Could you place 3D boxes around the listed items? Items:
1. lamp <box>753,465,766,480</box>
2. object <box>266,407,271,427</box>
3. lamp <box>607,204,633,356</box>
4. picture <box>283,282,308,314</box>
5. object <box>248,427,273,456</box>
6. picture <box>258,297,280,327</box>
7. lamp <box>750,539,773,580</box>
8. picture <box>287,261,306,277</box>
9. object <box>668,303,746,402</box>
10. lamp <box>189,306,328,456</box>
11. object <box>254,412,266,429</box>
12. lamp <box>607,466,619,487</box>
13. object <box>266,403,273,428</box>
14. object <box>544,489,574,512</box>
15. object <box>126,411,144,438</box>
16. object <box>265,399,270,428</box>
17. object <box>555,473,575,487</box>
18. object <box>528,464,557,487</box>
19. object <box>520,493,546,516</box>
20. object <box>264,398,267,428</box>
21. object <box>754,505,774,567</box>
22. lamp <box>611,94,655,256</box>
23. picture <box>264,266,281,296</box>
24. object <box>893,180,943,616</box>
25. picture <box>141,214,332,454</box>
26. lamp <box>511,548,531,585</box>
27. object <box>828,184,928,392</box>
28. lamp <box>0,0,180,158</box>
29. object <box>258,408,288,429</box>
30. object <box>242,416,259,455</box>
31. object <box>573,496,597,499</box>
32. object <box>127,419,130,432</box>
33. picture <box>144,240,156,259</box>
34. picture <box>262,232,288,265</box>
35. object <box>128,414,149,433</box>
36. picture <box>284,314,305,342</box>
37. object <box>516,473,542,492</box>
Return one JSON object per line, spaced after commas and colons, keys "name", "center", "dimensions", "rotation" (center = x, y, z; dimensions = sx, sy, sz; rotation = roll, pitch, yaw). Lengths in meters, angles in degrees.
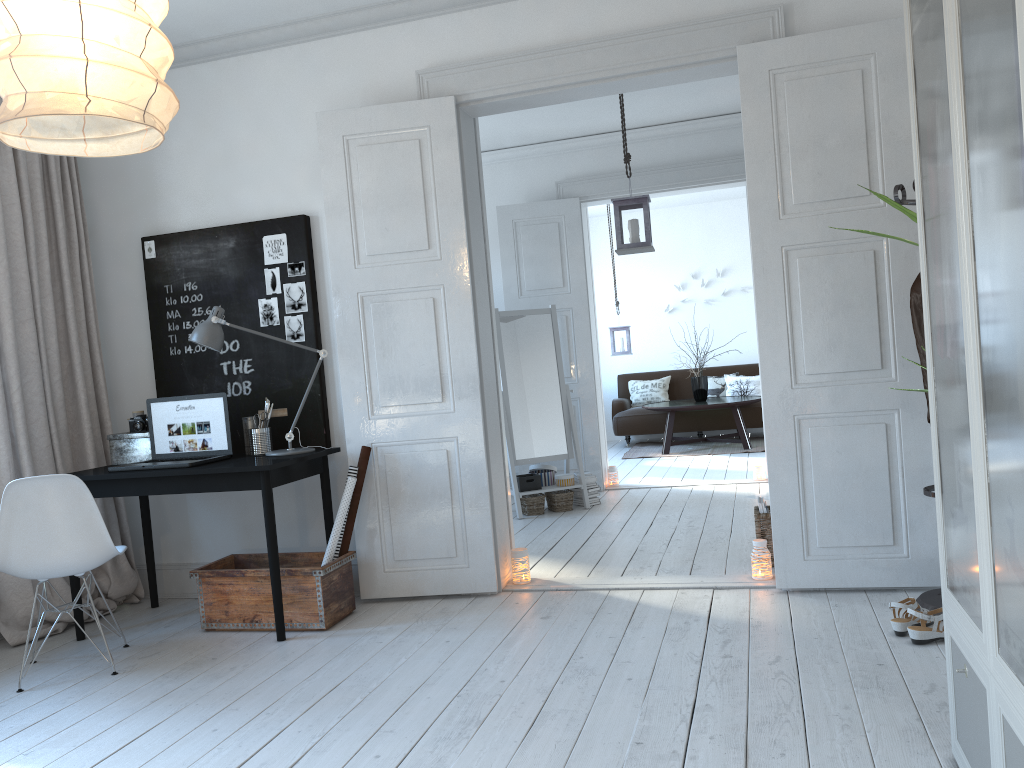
{"name": "lamp", "center": [1.940, 0.699, 6.961], "dimensions": [0.093, 0.110, 0.093], "rotation": [-4, 2, 33]}
{"name": "object", "center": [-1.184, 0.225, 4.260], "dimensions": [0.009, 0.222, 0.082], "rotation": [-2, 3, 45]}
{"name": "lamp", "center": [1.139, -1.194, 9.762], "dimensions": [0.228, 1.763, 0.228], "rotation": [-4, 2, 12]}
{"name": "picture", "center": [-1.074, -0.431, 4.394], "dimensions": [0.121, 0.153, 0.002], "rotation": [-4, 3, 16]}
{"name": "object", "center": [-1.209, 0.276, 4.265], "dimensions": [0.108, 0.128, 0.108], "rotation": [-4, 2, 31]}
{"name": "picture", "center": [-1.217, -0.359, 4.438], "dimensions": [0.107, 0.150, 0.001], "rotation": [-4, 3, 16]}
{"name": "lamp", "center": [1.143, 0.806, 4.068], "dimensions": [0.093, 0.180, 0.092], "rotation": [-5, 2, -1]}
{"name": "picture", "center": [-1.067, -0.570, 4.384], "dimensions": [0.095, 0.071, 0.001], "rotation": [-4, 3, 16]}
{"name": "object", "center": [2.096, -0.348, 9.458], "dimensions": [0.845, 1.067, 0.525], "rotation": [-5, 2, -14]}
{"name": "lamp", "center": [-1.168, -0.018, 4.165], "dimensions": [0.616, 0.716, 0.230], "rotation": [-5, 2, -14]}
{"name": "object", "center": [-1.219, 0.237, 4.276], "dimensions": [0.081, 0.198, 0.050], "rotation": [-3, 3, 41]}
{"name": "lamp", "center": [0.830, 0.758, 7.281], "dimensions": [0.089, 0.166, 0.089], "rotation": [-4, 2, 15]}
{"name": "object", "center": [-1.175, 0.216, 4.251], "dimensions": [0.084, 0.240, 0.009], "rotation": [-5, 2, -7]}
{"name": "object", "center": [0.345, 0.847, 6.460], "dimensions": [0.185, 0.140, 0.295], "rotation": [-5, 2, -13]}
{"name": "object", "center": [-1.887, 0.203, 4.405], "dimensions": [0.056, 0.130, 0.167], "rotation": [-4, 2, 14]}
{"name": "object", "center": [-1.186, 0.203, 4.269], "dimensions": [0.062, 0.264, 0.012], "rotation": [-6, 3, -32]}
{"name": "object", "center": [0.384, 0.695, 6.422], "dimensions": [0.142, 0.074, 0.142], "rotation": [-5, 2, -1]}
{"name": "object", "center": [0.226, 0.664, 6.563], "dimensions": [0.207, 0.159, 0.240], "rotation": [-4, 2, 23]}
{"name": "object", "center": [0.139, 0.866, 6.407], "dimensions": [0.185, 0.140, 0.295], "rotation": [-5, 2, -13]}
{"name": "object", "center": [-1.190, 0.201, 4.270], "dimensions": [0.008, 0.268, 0.060], "rotation": [-3, 3, 32]}
{"name": "object", "center": [1.346, 0.747, 4.387], "dimensions": [0.270, 0.265, 0.223], "rotation": [-4, 2, 16]}
{"name": "lamp", "center": [0.681, -1.689, 5.400], "dimensions": [0.228, 1.763, 0.228], "rotation": [-4, 2, 12]}
{"name": "picture", "center": [-1.193, -0.513, 4.422], "dimensions": [0.083, 0.146, 0.002], "rotation": [-4, 3, 16]}
{"name": "object", "center": [1.685, 0.042, 3.386], "dimensions": [0.375, 1.659, 0.374], "rotation": [-4, 3, 23]}
{"name": "picture", "center": [-1.421, -0.218, 4.536], "dimensions": [0.953, 1.173, 0.063], "rotation": [-4, 3, 16]}
{"name": "lamp", "center": [0.042, 0.897, 4.365], "dimensions": [0.089, 0.166, 0.089], "rotation": [-5, 2, 8]}
{"name": "object", "center": [1.439, 0.138, 2.468], "dimensions": [0.288, 1.555, 1.044], "rotation": [-7, 3, -45]}
{"name": "lamp", "center": [-0.859, -1.078, 1.667], "dimensions": [0.340, 1.232, 0.339], "rotation": [-7, 3, -43]}
{"name": "object", "center": [-1.154, 0.227, 4.302], "dimensions": [0.138, 0.209, 0.034], "rotation": [-5, 2, -4]}
{"name": "object", "center": [-1.278, 0.255, 4.357], "dimensions": [0.079, 0.188, 0.079], "rotation": [-5, 2, -5]}
{"name": "object", "center": [0.538, 0.834, 6.583], "dimensions": [0.111, 0.014, 0.156], "rotation": [-6, 2, -31]}
{"name": "object", "center": [-1.922, 0.209, 4.483], "dimensions": [0.040, 0.069, 0.040], "rotation": [-5, 2, 3]}
{"name": "picture", "center": [-1.878, -0.697, 4.599], "dimensions": [0.061, 0.088, 0.004], "rotation": [-4, 2, 12]}
{"name": "picture", "center": [-1.175, -0.675, 4.406], "dimensions": [0.148, 0.154, 0.004], "rotation": [-4, 3, 16]}
{"name": "object", "center": [-1.815, 0.194, 4.314], "dimensions": [0.137, 0.087, 0.073], "rotation": [-4, 2, 16]}
{"name": "picture", "center": [-1.081, -0.277, 4.406], "dimensions": [0.103, 0.136, 0.001], "rotation": [-4, 3, 16]}
{"name": "object", "center": [0.105, 0.707, 6.360], "dimensions": [0.165, 0.103, 0.155], "rotation": [-6, 2, -20]}
